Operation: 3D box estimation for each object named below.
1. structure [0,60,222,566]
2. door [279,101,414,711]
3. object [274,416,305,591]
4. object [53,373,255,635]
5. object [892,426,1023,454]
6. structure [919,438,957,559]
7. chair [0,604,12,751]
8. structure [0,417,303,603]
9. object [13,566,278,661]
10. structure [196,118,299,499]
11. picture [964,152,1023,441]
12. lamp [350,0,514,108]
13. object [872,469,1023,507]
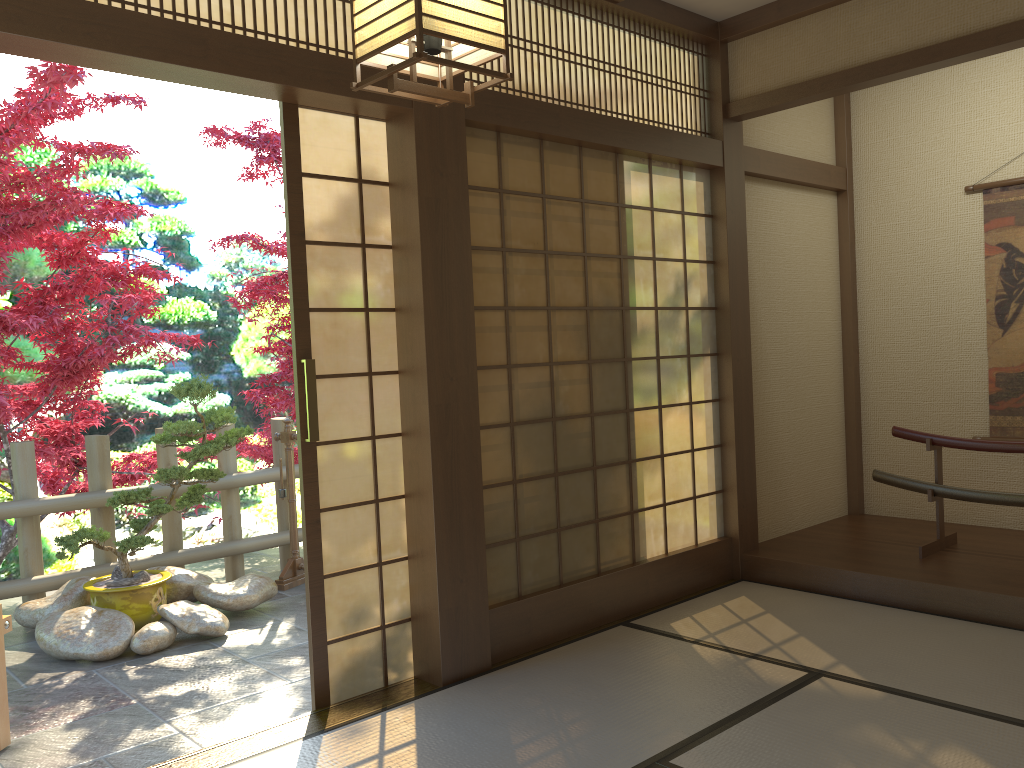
[{"bbox_3d":[-3.584,-0.489,5.338,3.412,4.004,3.045,-3,2,-10],"label":"structure"},{"bbox_3d":[-0.073,0.050,3.877,1.894,2.380,0.073,-4,2,-42],"label":"door"},{"bbox_3d":[-1.033,0.721,5.435,1.045,1.061,0.368,-2,2,26],"label":"object"},{"bbox_3d":[-1.925,0.631,4.854,1.032,1.362,0.586,-3,2,-16],"label":"object"},{"bbox_3d":[2.458,0.280,4.351,0.086,0.121,1.186,-4,2,-41],"label":"object"},{"bbox_3d":[2.475,0.578,4.423,0.446,0.604,0.712,-4,2,-42],"label":"structure"},{"bbox_3d":[-2.265,1.079,3.058,0.698,0.598,0.704,-3,2,4],"label":"chair"},{"bbox_3d":[-2.375,0.849,5.300,7.456,1.136,0.245,-4,2,-42],"label":"structure"},{"bbox_3d":[-1.932,1.186,4.825,1.147,0.276,1.260,-1,3,44],"label":"object"},{"bbox_3d":[-0.998,-0.688,7.798,3.045,4.004,3.412,-4,2,-40],"label":"structure"},{"bbox_3d":[3.001,-0.518,4.853,0.038,1.725,0.952,-4,2,-42],"label":"picture"},{"bbox_3d":[-0.183,-1.127,1.738,0.240,1.129,0.240,-4,2,-42],"label":"lamp"},{"bbox_3d":[2.455,0.531,4.378,0.100,0.144,1.369,-4,2,-41],"label":"object"}]
